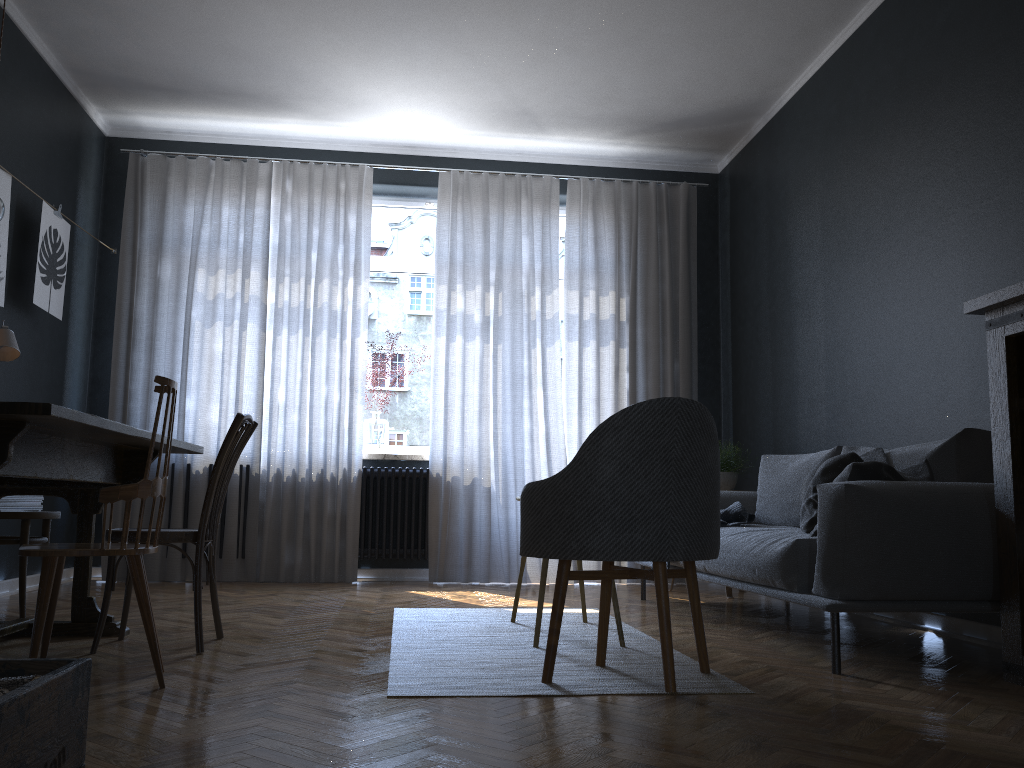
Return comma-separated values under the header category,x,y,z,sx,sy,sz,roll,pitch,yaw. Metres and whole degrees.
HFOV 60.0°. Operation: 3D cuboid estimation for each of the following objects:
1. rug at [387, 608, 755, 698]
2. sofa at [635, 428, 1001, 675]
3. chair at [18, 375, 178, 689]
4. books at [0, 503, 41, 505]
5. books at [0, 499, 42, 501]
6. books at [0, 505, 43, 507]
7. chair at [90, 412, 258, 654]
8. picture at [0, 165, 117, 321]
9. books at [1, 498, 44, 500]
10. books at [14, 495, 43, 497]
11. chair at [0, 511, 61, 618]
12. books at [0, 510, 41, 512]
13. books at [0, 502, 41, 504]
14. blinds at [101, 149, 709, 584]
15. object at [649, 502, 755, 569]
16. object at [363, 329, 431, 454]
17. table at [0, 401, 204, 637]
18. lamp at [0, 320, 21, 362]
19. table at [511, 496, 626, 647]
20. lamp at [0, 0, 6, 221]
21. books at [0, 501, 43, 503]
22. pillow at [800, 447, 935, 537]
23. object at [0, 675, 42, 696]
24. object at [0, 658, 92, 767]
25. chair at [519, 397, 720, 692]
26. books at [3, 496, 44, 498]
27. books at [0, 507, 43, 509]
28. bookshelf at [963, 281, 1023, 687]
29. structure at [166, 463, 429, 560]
category,x,y,z,sx,sy,sz,roll,pitch,yaw
rug,0.048,0.970,3.359,1.003,0.013,2.015,2,-8,-7
sofa,1.276,0.659,3.898,0.970,0.796,2.344,2,-8,-7
chair,-1.155,0.407,2.493,0.384,0.855,0.456,4,-8,-22
books,-2.157,0.501,3.698,0.218,0.008,0.289,0,-8,6
books,-2.154,0.486,3.705,0.218,0.008,0.289,0,-8,4
books,-2.151,0.507,3.696,0.218,0.013,0.305,0,-8,5
chair,-1.181,0.509,3.142,0.467,0.818,0.363,2,-7,-7
picture,-2.384,-0.820,3.679,0.058,0.769,4.466,2,-8,-7
books,-2.152,0.479,3.708,0.218,0.008,0.305,0,-8,4
books,-2.159,0.465,3.711,0.218,0.008,0.305,0,-8,5
chair,-2.194,0.523,3.715,0.549,0.919,0.438,2,-7,-9
books,-2.153,0.529,3.695,0.218,0.008,0.305,1,-8,0
books,-2.158,0.496,3.698,0.218,0.008,0.289,0,-8,6
blinds,-0.616,-0.092,5.960,3.993,2.783,0.313,2,-7,-7
object,0.901,0.751,4.427,0.490,0.328,0.668,1,-8,-2
object,-0.876,0.067,5.999,0.515,0.808,0.600,5,-9,-32
table,-1.726,0.492,2.731,1.126,0.726,1.607,2,-8,-7
lamp,-2.185,0.306,3.595,0.800,1.067,0.242,-5,-9,37
table,0.206,0.722,3.546,0.339,0.549,0.789,2,-8,-7
lamp,-1.093,-1.349,2.843,1.591,1.571,0.584,-3,-8,24
books,-2.158,0.491,3.708,0.218,0.006,0.305,0,-8,5
pillow,1.300,0.397,3.300,0.442,0.361,0.799,-1,-8,11
object,-0.631,0.349,0.688,0.370,0.246,0.534,2,-8,-7
object,-0.627,0.425,0.680,0.383,0.325,0.553,2,-8,-7
chair,0.377,0.467,2.651,0.645,0.809,0.495,5,-8,-28
books,-2.155,0.473,3.709,0.218,0.008,0.305,0,-8,4
books,-2.152,0.515,3.697,0.218,0.008,0.305,0,-8,5
bookshelf,1.778,0.198,1.852,0.451,1.170,1.922,2,-8,-7
structure,-1.325,0.841,5.824,1.846,0.599,0.216,2,-7,-7
